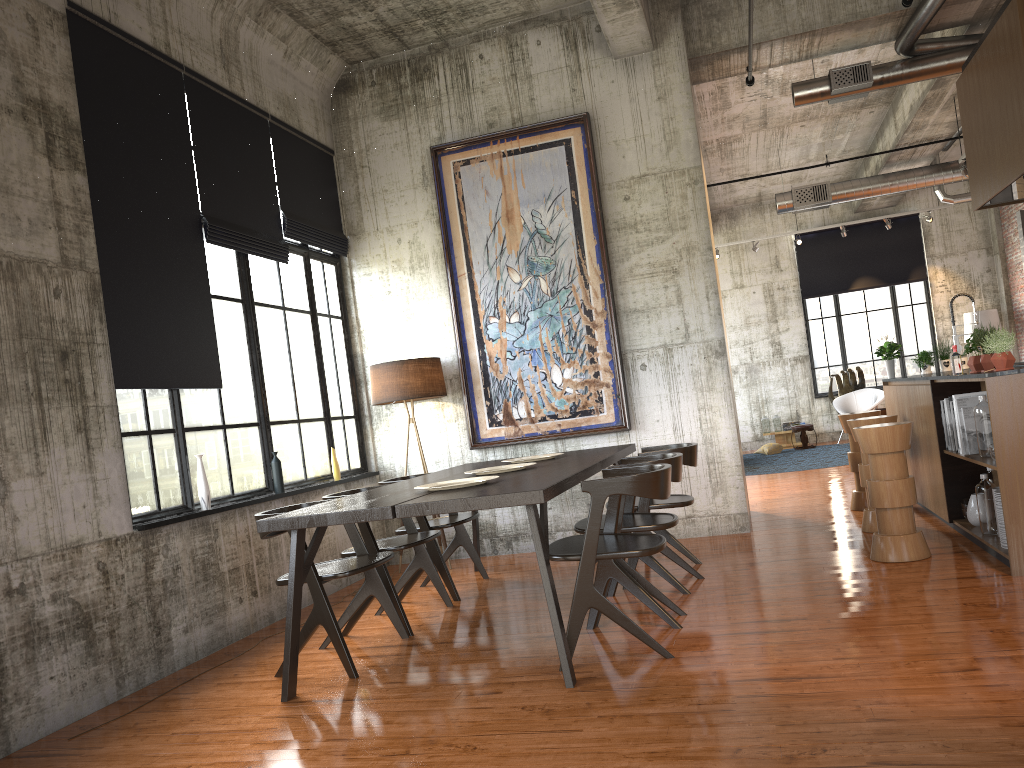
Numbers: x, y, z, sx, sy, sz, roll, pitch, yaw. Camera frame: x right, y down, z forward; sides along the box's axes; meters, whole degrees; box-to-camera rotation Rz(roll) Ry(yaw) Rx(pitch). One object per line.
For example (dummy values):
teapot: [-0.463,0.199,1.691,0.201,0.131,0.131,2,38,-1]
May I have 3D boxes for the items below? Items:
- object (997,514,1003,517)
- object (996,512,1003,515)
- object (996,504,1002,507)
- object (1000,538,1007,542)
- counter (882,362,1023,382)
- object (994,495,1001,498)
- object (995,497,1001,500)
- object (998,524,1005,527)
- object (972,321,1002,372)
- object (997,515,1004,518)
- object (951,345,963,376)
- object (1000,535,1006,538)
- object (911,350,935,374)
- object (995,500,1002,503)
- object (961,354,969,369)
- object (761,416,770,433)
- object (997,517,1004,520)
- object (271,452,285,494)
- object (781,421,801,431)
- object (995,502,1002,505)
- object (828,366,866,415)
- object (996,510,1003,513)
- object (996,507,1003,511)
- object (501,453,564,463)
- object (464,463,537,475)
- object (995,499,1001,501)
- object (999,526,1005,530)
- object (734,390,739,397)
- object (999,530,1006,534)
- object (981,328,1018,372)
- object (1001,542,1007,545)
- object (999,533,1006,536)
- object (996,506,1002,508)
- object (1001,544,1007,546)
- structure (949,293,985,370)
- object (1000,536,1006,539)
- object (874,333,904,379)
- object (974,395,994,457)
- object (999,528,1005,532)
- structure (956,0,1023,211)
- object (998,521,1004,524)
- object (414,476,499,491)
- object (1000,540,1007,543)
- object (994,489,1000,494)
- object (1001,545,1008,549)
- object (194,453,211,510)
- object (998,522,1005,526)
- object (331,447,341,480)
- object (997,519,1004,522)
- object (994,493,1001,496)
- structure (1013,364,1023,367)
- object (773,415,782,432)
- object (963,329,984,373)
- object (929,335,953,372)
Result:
object: [3.313,0.844,5.729,0.314,0.030,0.315,-7,-2,-22]
object: [3.311,0.830,5.729,0.314,0.033,0.315,-7,-2,-22]
object: [3.304,0.781,5.730,0.313,0.033,0.315,-6,-3,-39]
object: [3.334,1.004,5.728,0.314,0.029,0.315,-7,-2,-22]
counter: [4.082,-0.056,7.400,1.246,0.174,4.360,-8,-2,15]
object: [3.297,0.723,5.730,0.314,0.030,0.315,-7,-2,-22]
object: [3.299,0.736,5.730,0.314,0.031,0.315,-7,-2,-16]
object: [3.322,0.913,5.729,0.314,0.034,0.315,-7,-2,-21]
object: [3.249,-0.270,6.074,0.186,0.367,0.197,-7,-1,-35]
object: [3.315,0.857,5.729,0.314,0.031,0.314,-8,-2,7]
object: [3.005,-0.159,5.994,0.056,0.208,0.056,-8,0,15]
object: [3.331,0.981,5.729,0.314,0.031,0.314,-8,-2,7]
object: [4.402,-0.235,9.460,0.231,0.257,0.237,-7,-1,-37]
object: [3.302,0.759,5.730,0.314,0.029,0.315,-7,-2,-22]
object: [4.741,-0.235,9.323,0.107,0.158,0.107,-7,-1,-40]
object: [5.332,0.854,18.614,0.163,0.361,0.163,-8,-1,13]
object: [3.316,0.868,5.729,0.314,0.034,0.315,-7,-2,-21]
object: [-1.963,0.743,7.418,0.080,0.352,0.080,-7,-1,-44]
object: [5.858,0.884,18.561,0.424,0.153,0.381,-8,-2,15]
object: [3.303,0.770,5.730,0.313,0.032,0.315,-6,-3,-38]
object: [6.901,0.317,18.194,0.729,1.296,0.455,-8,-1,27]
object: [3.309,0.817,5.729,0.314,0.032,0.315,-7,-2,-17]
object: [3.307,0.805,5.730,0.314,0.032,0.315,-7,-2,-22]
object: [0.173,0.619,7.341,0.527,0.024,0.526,-9,-2,25]
object: [-0.082,0.616,6.386,0.527,0.024,0.526,-9,-2,25]
object: [3.300,0.747,5.730,0.314,0.034,0.315,-7,-2,-21]
object: [3.323,0.925,5.729,0.314,0.032,0.315,-7,-2,-22]
object: [1.997,0.502,10.803,1.893,2.063,1.510,-8,-1,38]
object: [3.327,0.954,5.729,0.314,0.033,0.315,-7,-2,-22]
object: [3.214,-0.232,5.837,0.221,0.283,0.210,-8,-1,23]
object: [3.337,1.026,5.728,0.313,0.033,0.315,-6,-3,-39]
object: [3.329,0.968,5.729,0.314,0.030,0.315,-7,-2,-22]
object: [3.306,0.793,5.730,0.314,0.034,0.315,-7,-2,-21]
object: [3.339,1.038,5.728,0.314,0.034,0.315,-7,-2,-21]
structure: [4.463,-0.525,8.631,0.361,0.749,0.168,-8,0,15]
object: [3.333,0.992,5.729,0.314,0.034,0.315,-7,-2,-21]
object: [4.041,-0.307,9.502,0.303,0.502,0.269,-7,-1,-33]
object: [3.332,0.294,6.227,0.137,0.432,0.137,-8,-1,26]
object: [3.325,0.941,5.729,0.314,0.032,0.315,-7,-2,-17]
structure: [3.663,-1.963,6.108,0.664,1.125,1.628,-8,-2,15]
object: [3.319,0.891,5.729,0.313,0.032,0.315,-6,-3,-38]
object: [-0.337,0.613,5.431,0.527,0.024,0.526,-9,-2,25]
object: [3.336,1.015,5.728,0.313,0.032,0.315,-6,-3,-38]
object: [3.293,0.696,5.730,0.314,0.032,0.315,-7,-2,-17]
object: [3.340,1.050,5.728,0.314,0.032,0.315,-7,-2,-22]
object: [-2.238,0.710,6.416,0.082,0.410,0.082,-7,0,-24]
object: [3.320,0.902,5.729,0.313,0.033,0.315,-6,-3,-39]
object: [-1.683,0.760,8.449,0.073,0.318,0.074,-7,0,-23]
object: [3.318,0.880,5.729,0.314,0.029,0.315,-7,-2,-22]
object: [3.295,0.709,5.730,0.314,0.033,0.315,-7,-2,-22]
structure: [3.954,-0.186,6.093,0.679,0.019,1.096,-8,-2,15]
object: [5.553,0.823,18.554,0.163,0.361,0.163,-8,-1,18]
object: [3.309,-0.240,6.311,0.179,0.311,0.172,-8,-1,21]
object: [4.582,-0.324,9.386,0.361,0.381,0.306,-6,-1,-41]
